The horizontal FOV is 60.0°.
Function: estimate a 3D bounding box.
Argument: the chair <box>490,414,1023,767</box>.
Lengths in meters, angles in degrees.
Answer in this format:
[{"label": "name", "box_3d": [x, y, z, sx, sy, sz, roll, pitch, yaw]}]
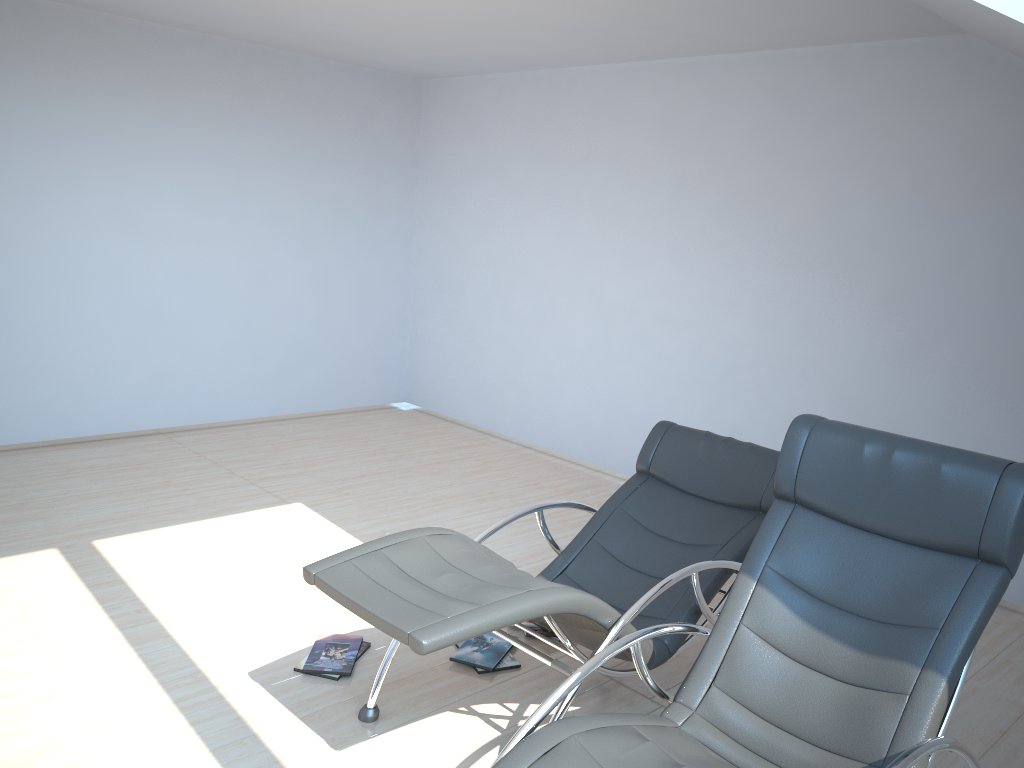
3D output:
[{"label": "chair", "box_3d": [0.606, 0.832, 2.285, 1.938, 1.251, 0.836, -6, 15, -44]}]

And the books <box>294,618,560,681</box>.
[{"label": "books", "box_3d": [-0.698, 1.309, 1.986, 1.045, 0.222, 4.790, 7, 11, 12]}]

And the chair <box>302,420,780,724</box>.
[{"label": "chair", "box_3d": [0.287, 0.759, 3.346, 2.114, 0.953, 0.836, -6, 15, -44]}]
